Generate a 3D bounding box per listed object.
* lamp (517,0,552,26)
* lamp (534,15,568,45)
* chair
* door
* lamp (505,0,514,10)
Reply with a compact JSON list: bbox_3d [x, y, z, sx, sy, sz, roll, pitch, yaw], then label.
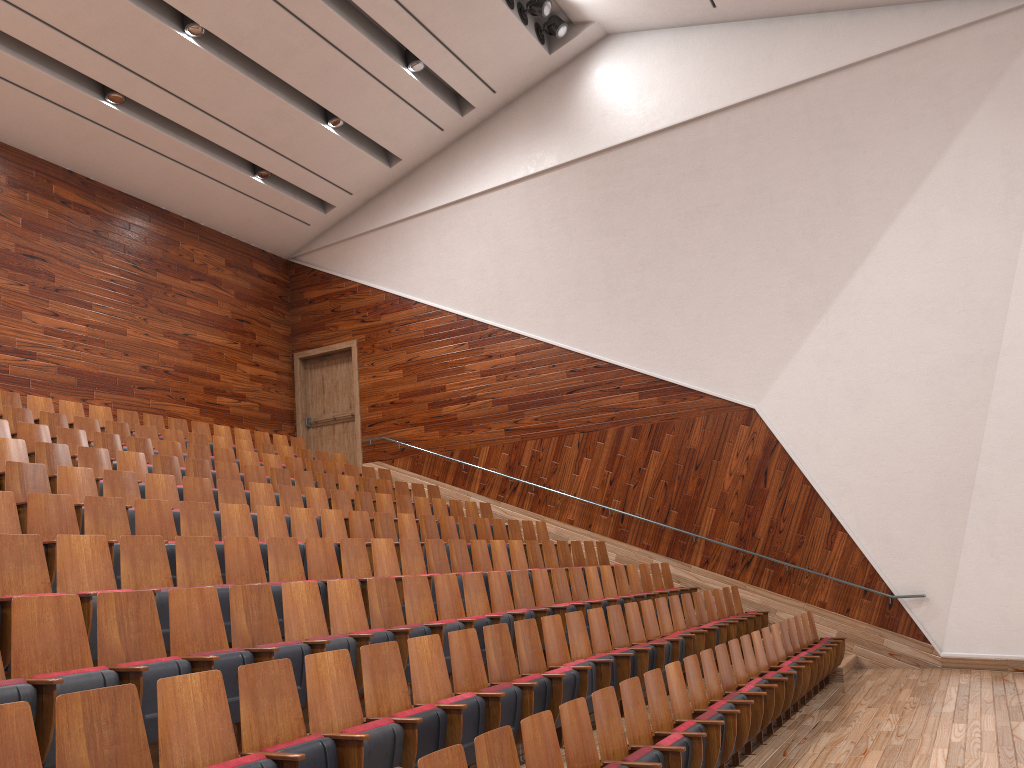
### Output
[{"bbox_3d":[0.033,-0.506,1.184,0.045,0.030,0.031,-9,-10,27],"label":"lamp"},{"bbox_3d":[0.057,-0.498,1.230,0.045,0.031,0.031,-9,-10,27],"label":"lamp"},{"bbox_3d":[-0.251,0.114,0.652,0.776,0.366,1.197,-9,-13,27],"label":"chair"},{"bbox_3d":[-0.315,0.054,1.533,0.141,0.236,0.024,-7,-6,28],"label":"door"},{"bbox_3d":[0.013,-0.512,1.149,0.044,0.030,0.031,-9,-10,27],"label":"lamp"}]
